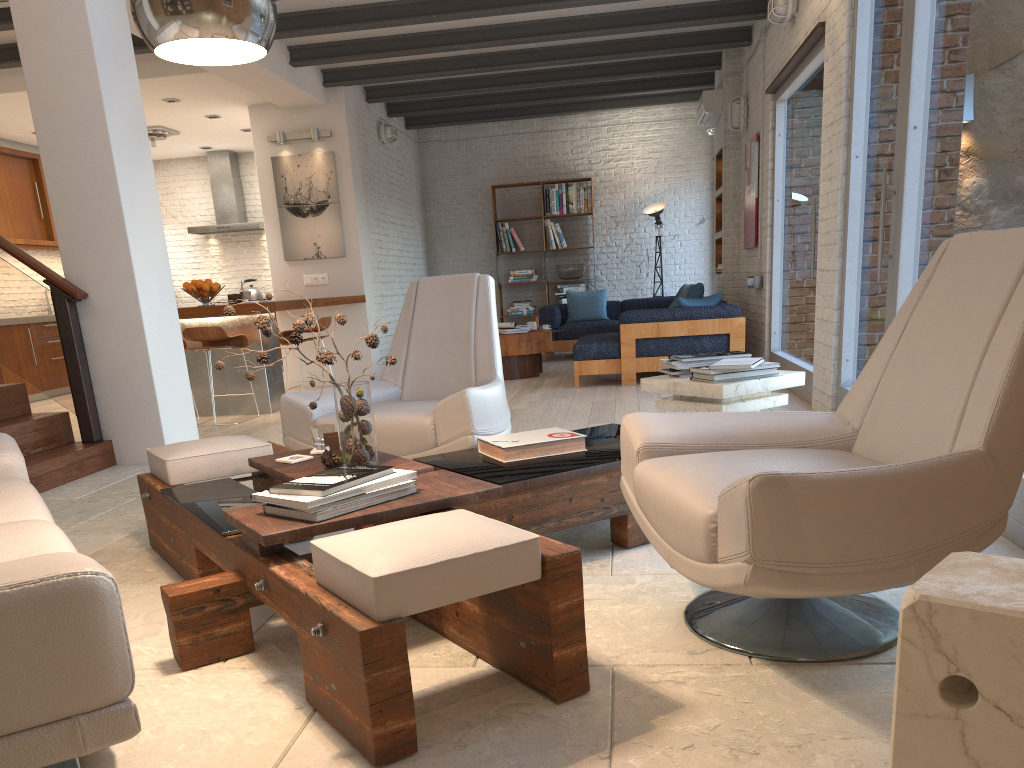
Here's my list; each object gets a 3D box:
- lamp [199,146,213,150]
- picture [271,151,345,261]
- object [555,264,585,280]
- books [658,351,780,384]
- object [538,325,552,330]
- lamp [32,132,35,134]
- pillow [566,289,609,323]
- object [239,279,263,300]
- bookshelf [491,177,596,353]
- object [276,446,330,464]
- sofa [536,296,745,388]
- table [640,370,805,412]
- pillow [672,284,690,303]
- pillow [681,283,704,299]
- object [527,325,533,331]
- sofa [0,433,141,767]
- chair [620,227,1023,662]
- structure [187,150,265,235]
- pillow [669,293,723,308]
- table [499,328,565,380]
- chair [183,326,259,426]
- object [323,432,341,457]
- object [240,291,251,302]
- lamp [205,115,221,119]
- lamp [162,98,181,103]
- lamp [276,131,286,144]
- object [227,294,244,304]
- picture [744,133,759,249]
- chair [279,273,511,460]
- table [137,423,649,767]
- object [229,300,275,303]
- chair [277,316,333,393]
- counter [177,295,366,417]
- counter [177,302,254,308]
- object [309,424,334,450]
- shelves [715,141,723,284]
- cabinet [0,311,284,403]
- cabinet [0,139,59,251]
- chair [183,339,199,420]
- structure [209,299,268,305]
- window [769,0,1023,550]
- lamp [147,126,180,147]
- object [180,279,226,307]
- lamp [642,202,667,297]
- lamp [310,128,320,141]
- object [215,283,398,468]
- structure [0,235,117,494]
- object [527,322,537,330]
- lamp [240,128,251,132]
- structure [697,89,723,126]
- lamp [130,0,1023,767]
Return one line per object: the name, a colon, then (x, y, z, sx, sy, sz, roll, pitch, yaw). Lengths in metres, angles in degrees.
lamp: (-3.847, -2.984, 10.954, 0.124, 0.057, 0.119, -3, 8, 8)
picture: (-2.086, -1.812, 8.943, 0.656, 1.057, 0.019, -2, 16, 7)
object: (0.794, -1.515, 11.828, 0.392, 0.210, 0.397, -11, 11, -40)
books: (0.899, -0.072, 3.718, 0.388, 0.082, 0.549, -5, 7, -9)
object: (0.372, -0.628, 9.733, 0.155, 0.059, 0.261, -4, 7, 0)
lamp: (-5.085, -2.723, 9.401, 0.124, 0.057, 0.119, -3, 8, 8)
pillow: (0.954, -0.996, 11.083, 0.556, 0.426, 0.214, -3, 14, 7)
object: (-3.462, -1.259, 11.599, 0.261, 0.286, 0.253, 3, 13, 28)
bookshelf: (0.466, -1.556, 11.821, 1.319, 2.291, 0.348, -2, 16, 7)
object: (-0.719, 0.244, 3.143, 0.269, 0.036, 0.242, -6, 7, -20)
sofa: (1.216, -0.548, 9.533, 2.081, 0.686, 3.803, -3, 7, 7)
table: (0.924, 0.214, 3.856, 0.487, 0.524, 0.483, -11, 14, -32)
pillow: (2.049, -0.986, 10.448, 0.243, 0.413, 1.065, -2, 8, 6)
pillow: (1.872, -0.850, 9.161, 0.255, 0.432, 1.166, -2, 8, 7)
object: (0.158, -0.598, 9.282, 0.146, 0.058, 0.169, -4, 8, -3)
sofa: (-1.763, 0.452, 2.184, 1.125, 0.786, 2.281, -10, 10, -32)
chair: (0.868, 0.142, 2.292, 0.981, 1.038, 0.989, -5, 12, -8)
structure: (-3.761, -2.518, 11.432, 0.986, 1.033, 0.437, -2, 15, 7)
pillow: (1.611, -0.635, 7.915, 0.555, 0.341, 0.368, -9, 12, -31)
table: (-0.009, -0.362, 9.608, 1.077, 0.464, 1.763, -2, 7, 13)
chair: (-2.374, -0.078, 7.060, 0.405, 0.806, 0.404, -2, 14, 7)
object: (-0.610, 0.218, 3.097, 0.093, 0.085, 0.111, -8, 11, -20)
object: (-2.222, -0.730, 7.286, 0.091, 0.088, 0.087, 1, 12, 22)
lamp: (-3.138, -2.822, 9.141, 0.124, 0.057, 0.119, -3, 8, 8)
lamp: (-3.244, -2.717, 8.294, 0.124, 0.057, 0.119, -3, 8, 8)
lamp: (-2.311, -2.464, 8.722, 0.079, 0.108, 0.077, 5, 16, 35)
object: (-2.336, -0.719, 7.377, 0.092, 0.085, 0.112, -12, 13, -37)
picture: (2.231, -1.770, 8.145, 0.019, 0.998, 0.713, -1, 13, 7)
chair: (-0.435, 0.010, 4.172, 1.025, 1.057, 0.936, 1, 13, 24)
table: (-0.230, 0.425, 3.009, 1.940, 0.446, 2.159, -8, 8, -31)
object: (-2.212, -0.697, 7.327, 0.396, 0.036, 0.191, -2, 7, 11)
chair: (-1.708, -0.172, 7.490, 0.423, 0.806, 0.387, -2, 14, 7)
counter: (-2.494, -0.282, 8.210, 1.687, 0.956, 2.403, -3, 8, 7)
counter: (-4.095, -0.885, 10.531, 3.525, 0.073, 3.209, -3, 7, 8)
object: (-0.695, 0.197, 3.209, 0.089, 0.088, 0.089, -11, 13, -32)
shelves: (2.344, -1.832, 9.469, 0.192, 1.484, 0.735, -2, 14, 7)
cabinet: (-4.358, -1.444, 10.762, 4.720, 2.947, 2.207, -8, 13, -27)
cabinet: (-5.698, -2.172, 10.339, 0.462, 1.205, 3.217, -2, 8, 7)
chair: (-2.907, -0.051, 7.131, 0.405, 0.806, 0.404, -2, 14, 7)
structure: (-3.685, -1.107, 11.769, 0.812, 0.033, 0.568, -3, 7, 8)
window: (2.118, -3.053, 5.035, 0.648, 6.643, 11.870, -2, 9, 7)
lamp: (-4.002, -2.728, 9.707, 0.450, 0.177, 0.433, -3, 8, 8)
object: (-2.613, -0.776, 7.399, 0.361, 0.231, 0.354, -8, 11, -27)
lamp: (2.054, -1.419, 11.328, 0.502, 1.919, 0.838, -9, 15, -20)
lamp: (-1.959, -2.482, 8.675, 0.079, 0.108, 0.077, 5, 16, 35)
object: (-0.654, -0.014, 2.776, 0.537, 0.631, 0.306, -8, 15, -21)
structure: (-2.988, -1.626, 5.549, 10.163, 4.304, 13.339, -3, 8, 8)
object: (0.217, -0.626, 9.567, 0.108, 0.112, 0.104, 1, 13, 23)
lamp: (-3.032, -2.927, 9.986, 0.124, 0.057, 0.119, -3, 8, 8)
structure: (2.081, -2.900, 9.192, 0.200, 0.228, 0.784, -2, 7, 7)
lamp: (-0.054, -0.410, 1.542, 2.004, 2.444, 0.310, 7, 19, 42)
